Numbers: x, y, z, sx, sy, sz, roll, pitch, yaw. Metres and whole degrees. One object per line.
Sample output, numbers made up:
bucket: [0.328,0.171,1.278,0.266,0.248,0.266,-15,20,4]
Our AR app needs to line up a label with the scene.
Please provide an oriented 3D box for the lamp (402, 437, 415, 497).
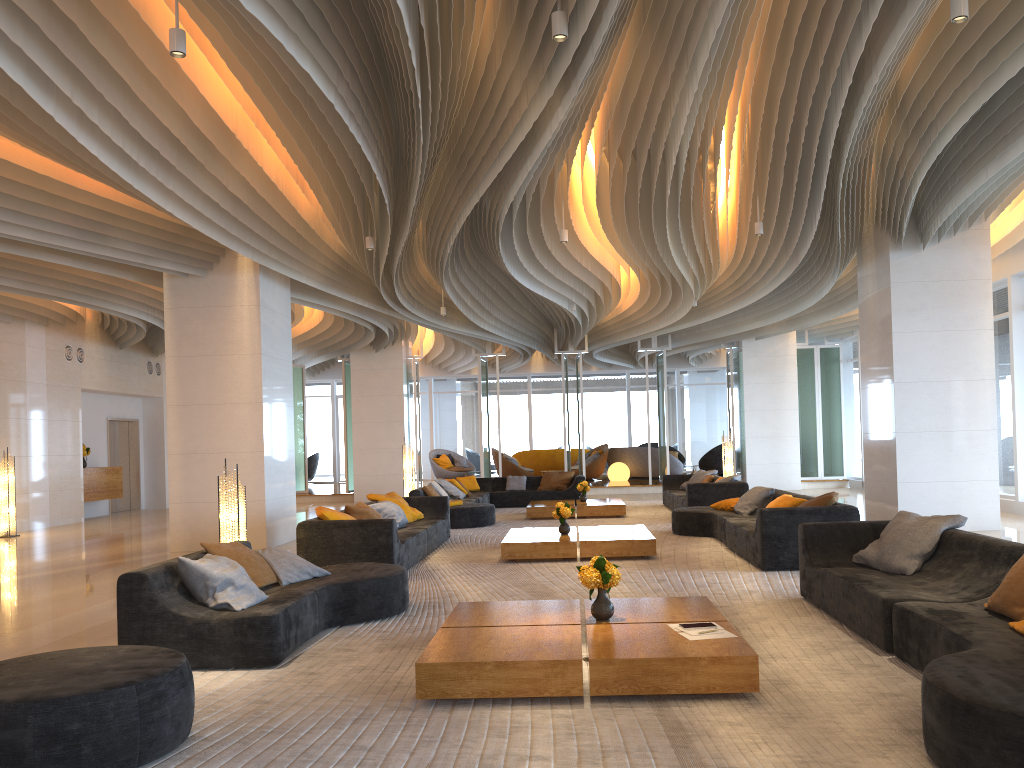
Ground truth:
lamp: [-1.907,1.704,16.414,0.250,1.449,0.251,-2,-1,3]

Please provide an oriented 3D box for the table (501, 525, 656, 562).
table: [0.740,1.783,9.946,1.598,0.220,1.606,-2,-4,3]

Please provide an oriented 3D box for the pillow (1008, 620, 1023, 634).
pillow: [2.492,0.977,3.847,0.472,0.402,0.611,-2,-3,10]

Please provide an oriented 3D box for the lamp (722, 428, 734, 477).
lamp: [4.188,1.575,17.179,0.250,1.449,0.251,-2,-1,3]

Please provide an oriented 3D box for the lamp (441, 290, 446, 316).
lamp: [-1.199,-1.930,15.221,0.090,1.504,0.087,-1,-1,-42]

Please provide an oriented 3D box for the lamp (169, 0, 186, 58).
lamp: [-1.913,-2.613,5.028,0.090,1.504,0.087,-1,-1,-42]

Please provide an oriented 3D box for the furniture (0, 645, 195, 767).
furniture: [-1.849,1.356,3.690,0.976,0.364,0.992,-2,-4,12]

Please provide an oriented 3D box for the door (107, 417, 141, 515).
door: [-8.799,1.824,19.883,0.246,2.098,1.409,-2,-2,4]

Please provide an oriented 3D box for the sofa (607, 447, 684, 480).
sofa: [3.556,2.159,24.198,1.128,0.900,2.524,0,-4,-37]

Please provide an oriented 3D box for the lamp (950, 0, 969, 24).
lamp: [2.441,-2.753,4.885,0.090,1.504,0.087,-1,-1,-42]

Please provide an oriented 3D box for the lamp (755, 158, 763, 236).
lamp: [2.737,-2.414,9.908,0.089,1.504,0.089,-2,-1,-6]

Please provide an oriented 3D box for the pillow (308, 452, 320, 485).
pillow: [-6.623,2.664,27.873,1.132,1.004,1.525,-2,-3,6]

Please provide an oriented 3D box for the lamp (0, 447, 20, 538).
lamp: [-8.164,1.746,14.327,0.250,1.449,0.251,-2,-1,3]

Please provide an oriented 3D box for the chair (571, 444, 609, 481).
chair: [2.079,2.162,24.363,1.142,1.004,1.512,-1,-3,-9]

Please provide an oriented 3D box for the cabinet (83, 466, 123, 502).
cabinet: [-8.579,2.035,18.045,0.558,0.661,1.515,-2,-3,4]

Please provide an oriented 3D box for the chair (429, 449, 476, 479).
chair: [-1.760,2.394,26.062,1.544,1.004,1.118,1,-4,-44]

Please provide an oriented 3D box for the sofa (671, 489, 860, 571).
sofa: [2.701,1.554,10.121,1.350,0.582,4.155,-2,-4,2]

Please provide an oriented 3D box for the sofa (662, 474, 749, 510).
sofa: [3.202,1.878,15.033,0.940,0.581,3.790,-2,-4,4]

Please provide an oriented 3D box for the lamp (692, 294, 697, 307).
lamp: [3.076,-2.067,15.079,0.090,1.504,0.087,-1,-1,-42]

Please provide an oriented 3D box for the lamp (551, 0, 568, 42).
lamp: [0.247,-2.682,4.965,0.090,1.504,0.087,-1,-1,-42]

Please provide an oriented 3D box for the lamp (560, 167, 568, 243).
lamp: [0.561,-2.344,9.982,0.090,1.504,0.088,-1,-1,-24]

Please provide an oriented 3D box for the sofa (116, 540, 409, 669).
sofa: [-1.500,1.405,6.113,1.352,0.576,2.260,-2,-4,3]

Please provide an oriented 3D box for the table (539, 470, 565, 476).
table: [1.159,2.498,23.856,0.825,0.318,1.073,-1,-4,-15]

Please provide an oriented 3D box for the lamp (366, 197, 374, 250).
lamp: [-1.630,-2.275,10.047,0.089,1.504,0.089,-2,-1,-6]

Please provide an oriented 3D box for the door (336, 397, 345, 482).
door: [-4.920,1.776,28.678,1.457,2.768,0.060,-2,-1,2]

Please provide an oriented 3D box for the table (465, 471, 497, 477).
table: [-0.798,2.672,25.531,1.074,0.318,0.824,-2,-4,9]

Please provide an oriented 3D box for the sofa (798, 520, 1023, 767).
sofa: [2.471,1.185,4.683,1.331,0.581,4.213,-2,-4,10]

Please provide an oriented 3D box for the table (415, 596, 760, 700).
table: [0.401,1.447,4.933,1.598,0.220,1.606,-2,-4,3]

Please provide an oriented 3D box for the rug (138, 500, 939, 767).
rug: [0.766,1.918,10.268,5.503,0.022,16.275,-2,-4,4]

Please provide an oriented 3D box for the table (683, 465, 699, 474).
table: [4.857,2.473,25.094,1.094,0.318,0.809,0,-4,-26]

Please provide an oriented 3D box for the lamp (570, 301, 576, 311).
lamp: [1.022,-2.001,15.146,0.090,1.504,0.087,-1,-1,-42]

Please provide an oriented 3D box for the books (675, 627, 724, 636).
books: [0.987,1.296,4.675,0.183,0.011,0.210,-1,-4,-16]

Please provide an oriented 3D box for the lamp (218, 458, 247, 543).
lamp: [-2.455,1.252,7.803,0.250,1.197,0.251,-2,-1,3]

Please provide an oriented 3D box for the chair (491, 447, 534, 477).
chair: [0.023,2.188,23.848,1.129,1.004,1.529,-2,-3,11]

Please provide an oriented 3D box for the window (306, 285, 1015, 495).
window: [5.071,0.079,12.177,22.490,3.216,53.728,1,-5,-31]

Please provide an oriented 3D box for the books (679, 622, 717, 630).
books: [0.996,1.297,4.756,0.182,0.011,0.111,-1,-4,-7]

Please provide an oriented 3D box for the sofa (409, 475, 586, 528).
sofa: [-0.075,1.987,15.713,2.820,0.652,5.106,-2,-4,3]

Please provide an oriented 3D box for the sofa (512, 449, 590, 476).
sofa: [1.175,2.339,25.777,2.573,0.900,1.107,-1,-3,-8]

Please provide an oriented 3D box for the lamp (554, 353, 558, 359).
lamp: [1.142,-1.427,23.506,0.088,1.504,0.090,-2,-1,12]

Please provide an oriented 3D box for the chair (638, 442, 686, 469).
chair: [4.369,2.213,26.083,1.530,1.004,1.129,-1,-3,-15]

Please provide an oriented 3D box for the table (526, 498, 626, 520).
table: [1.089,2.129,15.102,1.598,0.220,1.606,-2,-4,3]

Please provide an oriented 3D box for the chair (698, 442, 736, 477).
chair: [5.867,2.061,24.530,1.537,1.004,1.123,0,-3,-25]

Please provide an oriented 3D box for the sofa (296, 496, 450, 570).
sofa: [-1.416,1.669,10.010,0.940,0.581,3.790,-2,-4,4]
